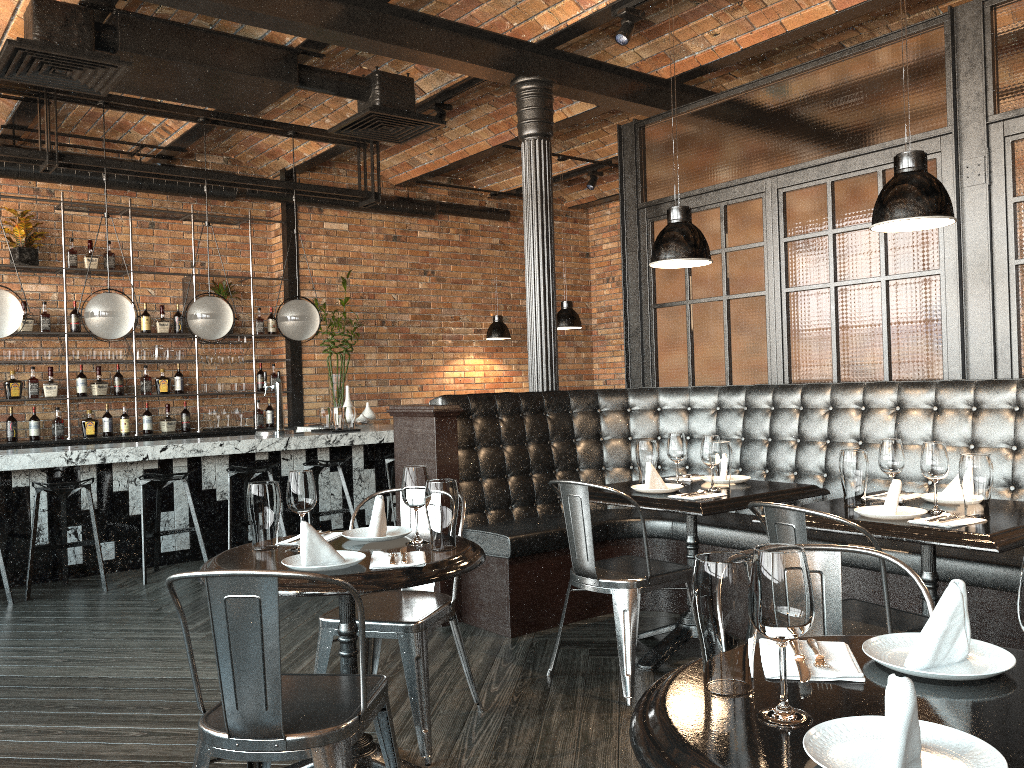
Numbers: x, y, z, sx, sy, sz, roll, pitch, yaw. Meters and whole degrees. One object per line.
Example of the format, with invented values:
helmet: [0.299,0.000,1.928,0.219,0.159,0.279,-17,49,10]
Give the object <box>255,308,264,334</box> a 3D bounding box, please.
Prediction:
object: [-2.565,-0.633,9.010,0.083,0.282,0.083,-2,0,-23]

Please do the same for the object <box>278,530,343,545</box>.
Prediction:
object: [-0.665,0.507,2.926,0.157,0.019,0.255,-2,0,13]

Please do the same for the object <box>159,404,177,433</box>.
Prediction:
object: [-3.268,0.326,8.426,0.123,0.279,0.123,-2,0,41]

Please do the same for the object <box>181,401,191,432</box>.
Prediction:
object: [-3.144,0.311,8.543,0.086,0.299,0.086,-2,0,11]

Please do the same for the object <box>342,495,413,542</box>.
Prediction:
object: [-0.447,0.445,2.932,0.232,0.139,0.232,-2,0,22]

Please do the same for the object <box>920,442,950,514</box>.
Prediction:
object: [1.474,0.326,3.089,0.092,0.244,0.092,-2,0,13]

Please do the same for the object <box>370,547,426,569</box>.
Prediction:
object: [-0.327,0.495,2.550,0.157,0.019,0.255,-2,0,-7]

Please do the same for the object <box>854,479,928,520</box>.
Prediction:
object: [1.297,0.390,3.044,0.232,0.139,0.232,-2,0,37]

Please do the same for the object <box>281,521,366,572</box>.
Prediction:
object: [-0.530,0.447,2.493,0.232,0.139,0.232,-2,0,6]

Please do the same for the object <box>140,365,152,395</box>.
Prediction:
object: [-3.435,-0.035,8.323,0.083,0.282,0.083,-2,0,37]

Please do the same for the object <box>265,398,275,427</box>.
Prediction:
object: [-2.478,0.292,9.070,0.086,0.298,0.086,-2,0,11]

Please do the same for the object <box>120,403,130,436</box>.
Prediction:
object: [-3.581,0.326,8.201,0.080,0.299,0.080,-2,0,-35]

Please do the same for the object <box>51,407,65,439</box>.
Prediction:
object: [-4.025,0.346,7.859,0.083,0.282,0.083,-2,0,37]

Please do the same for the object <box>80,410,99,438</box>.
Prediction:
object: [-3.817,0.358,8.017,0.151,0.248,0.094,-2,0,-29]

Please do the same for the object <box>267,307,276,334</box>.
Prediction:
object: [-2.471,-0.644,9.117,0.086,0.298,0.086,-2,0,16]

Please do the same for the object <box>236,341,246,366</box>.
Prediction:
object: [-2.688,-0.301,8.791,0.092,0.244,0.092,-2,0,2]

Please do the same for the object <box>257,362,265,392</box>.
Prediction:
object: [-2.550,-0.071,9.011,0.086,0.299,0.086,-2,0,11]

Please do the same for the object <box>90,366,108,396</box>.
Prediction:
object: [-3.753,-0.023,8.061,0.123,0.279,0.123,-2,0,41]

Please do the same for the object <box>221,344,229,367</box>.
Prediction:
object: [-2.871,-0.295,8.858,0.092,0.244,0.092,-2,0,2]

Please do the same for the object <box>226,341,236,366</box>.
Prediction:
object: [-2.770,-0.298,8.728,0.092,0.244,0.092,-2,0,2]

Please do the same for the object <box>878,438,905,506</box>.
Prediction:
object: [1.419,0.328,3.314,0.092,0.244,0.092,-2,0,-21]

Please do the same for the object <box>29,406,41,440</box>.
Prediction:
object: [-4.174,0.343,7.753,0.086,0.298,0.086,-2,0,11]

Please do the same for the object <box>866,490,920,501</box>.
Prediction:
object: [1.508,0.439,3.503,0.255,0.019,0.157,-2,0,-37]

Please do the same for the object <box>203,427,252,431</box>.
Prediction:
object: [-2.802,0.441,8.730,0.437,0.019,0.273,-2,0,-38]

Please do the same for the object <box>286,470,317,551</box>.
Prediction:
object: [-0.655,0.393,2.765,0.092,0.244,0.092,-2,0,-38]

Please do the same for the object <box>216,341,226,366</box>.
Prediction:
object: [-2.848,-0.296,8.667,0.092,0.244,0.092,-2,0,2]

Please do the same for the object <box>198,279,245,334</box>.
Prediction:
object: [-2.846,-0.762,8.753,0.398,0.560,0.374,-2,0,25]

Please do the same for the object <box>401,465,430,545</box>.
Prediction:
object: [-0.303,0.381,2.804,0.092,0.244,0.092,-2,0,-38]

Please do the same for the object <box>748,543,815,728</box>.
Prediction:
object: [0.388,0.357,1.274,0.092,0.244,0.092,-2,0,16]

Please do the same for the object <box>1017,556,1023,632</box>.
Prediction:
object: [0.732,0.346,1.190,0.092,0.244,0.092,-2,0,-41]

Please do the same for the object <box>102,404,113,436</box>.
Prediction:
object: [-3.705,0.329,8.123,0.086,0.298,0.086,-2,0,11]

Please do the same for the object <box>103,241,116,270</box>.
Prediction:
object: [-3.701,-1.172,8.148,0.083,0.282,0.083,-2,0,37]

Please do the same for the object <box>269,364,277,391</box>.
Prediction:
object: [-2.440,-0.066,9.092,0.083,0.282,0.083,-2,0,-28]

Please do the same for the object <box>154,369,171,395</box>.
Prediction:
object: [-3.313,-0.021,8.416,0.151,0.248,0.094,-2,0,-29]

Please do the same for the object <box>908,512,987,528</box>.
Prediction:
object: [1.437,0.440,2.904,0.255,0.019,0.157,-2,0,-32]

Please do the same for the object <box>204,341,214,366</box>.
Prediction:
object: [-2.935,-0.293,8.600,0.092,0.244,0.092,-2,0,2]

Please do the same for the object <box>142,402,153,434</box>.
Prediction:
object: [-3.424,0.320,8.332,0.086,0.298,0.086,-2,0,11]

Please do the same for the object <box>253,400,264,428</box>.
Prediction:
object: [-2.568,0.302,8.983,0.083,0.282,0.083,-2,0,37]

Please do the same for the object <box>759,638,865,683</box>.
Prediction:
object: [0.504,0.467,1.502,0.157,0.019,0.255,-2,0,13]

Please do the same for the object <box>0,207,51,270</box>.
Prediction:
object: [-4.284,-1.275,7.747,0.425,0.526,0.430,-2,0,-35]

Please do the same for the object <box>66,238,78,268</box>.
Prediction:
object: [-3.949,-1.164,7.956,0.083,0.282,0.083,-2,0,-38]

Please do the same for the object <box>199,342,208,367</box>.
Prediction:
object: [-3.036,-0.290,8.731,0.092,0.244,0.092,-2,0,2]

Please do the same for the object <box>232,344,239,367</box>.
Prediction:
object: [-2.789,-0.297,8.922,0.092,0.244,0.092,-2,0,2]

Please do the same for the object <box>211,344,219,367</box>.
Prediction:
object: [-2.949,-0.292,8.798,0.092,0.244,0.092,-2,0,2]

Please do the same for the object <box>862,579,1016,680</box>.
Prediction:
object: [0.710,0.406,1.487,0.232,0.139,0.232,-2,0,7]

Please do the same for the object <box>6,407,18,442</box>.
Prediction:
object: [-4.297,0.346,7.617,0.086,0.297,0.086,-2,0,-4]

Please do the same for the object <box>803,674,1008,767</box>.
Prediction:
object: [0.483,0.412,1.103,0.232,0.139,0.232,-2,0,-41]

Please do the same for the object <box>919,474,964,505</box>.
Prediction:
object: [1.659,0.379,3.338,0.232,0.139,0.232,-2,0,24]

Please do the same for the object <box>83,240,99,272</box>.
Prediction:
object: [-3.826,-1.165,8.053,0.123,0.279,0.123,-2,0,-34]
